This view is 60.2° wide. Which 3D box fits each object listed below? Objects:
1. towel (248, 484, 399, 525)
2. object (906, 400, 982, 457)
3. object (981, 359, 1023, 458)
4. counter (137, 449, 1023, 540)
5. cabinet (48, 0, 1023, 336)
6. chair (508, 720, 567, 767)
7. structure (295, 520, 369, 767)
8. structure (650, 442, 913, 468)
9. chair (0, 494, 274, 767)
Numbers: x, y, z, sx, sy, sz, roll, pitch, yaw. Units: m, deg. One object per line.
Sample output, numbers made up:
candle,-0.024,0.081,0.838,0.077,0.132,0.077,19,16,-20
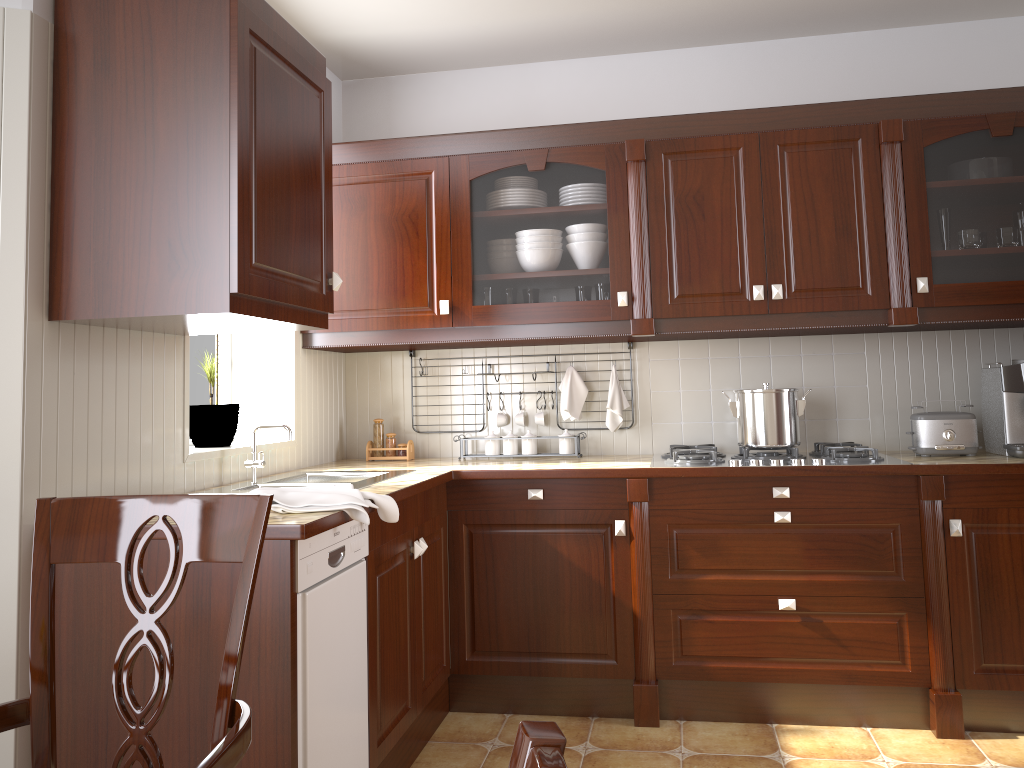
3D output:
towel,-0.442,0.297,2.128,0.343,0.098,0.328,-1,-1,-27
object,1.476,0.151,3.023,0.243,0.190,0.140,-2,-4,11
object,1.770,0.076,2.965,0.274,0.324,0.322,-2,-3,10
counter,0.506,0.283,2.550,2.781,0.032,1.817,-2,-1,10
cabinet,0.445,-0.569,2.429,2.779,0.784,1.363,-2,-2,10
chair,-0.201,0.509,0.178,0.459,0.751,0.402,-2,-4,11
structure,-0.574,0.703,2.035,0.379,0.752,0.422,-2,-4,10
structure,0.900,0.243,3.096,0.815,0.047,0.588,-2,-1,10
chair,-0.505,0.526,0.985,0.404,0.750,0.457,-2,-4,7
